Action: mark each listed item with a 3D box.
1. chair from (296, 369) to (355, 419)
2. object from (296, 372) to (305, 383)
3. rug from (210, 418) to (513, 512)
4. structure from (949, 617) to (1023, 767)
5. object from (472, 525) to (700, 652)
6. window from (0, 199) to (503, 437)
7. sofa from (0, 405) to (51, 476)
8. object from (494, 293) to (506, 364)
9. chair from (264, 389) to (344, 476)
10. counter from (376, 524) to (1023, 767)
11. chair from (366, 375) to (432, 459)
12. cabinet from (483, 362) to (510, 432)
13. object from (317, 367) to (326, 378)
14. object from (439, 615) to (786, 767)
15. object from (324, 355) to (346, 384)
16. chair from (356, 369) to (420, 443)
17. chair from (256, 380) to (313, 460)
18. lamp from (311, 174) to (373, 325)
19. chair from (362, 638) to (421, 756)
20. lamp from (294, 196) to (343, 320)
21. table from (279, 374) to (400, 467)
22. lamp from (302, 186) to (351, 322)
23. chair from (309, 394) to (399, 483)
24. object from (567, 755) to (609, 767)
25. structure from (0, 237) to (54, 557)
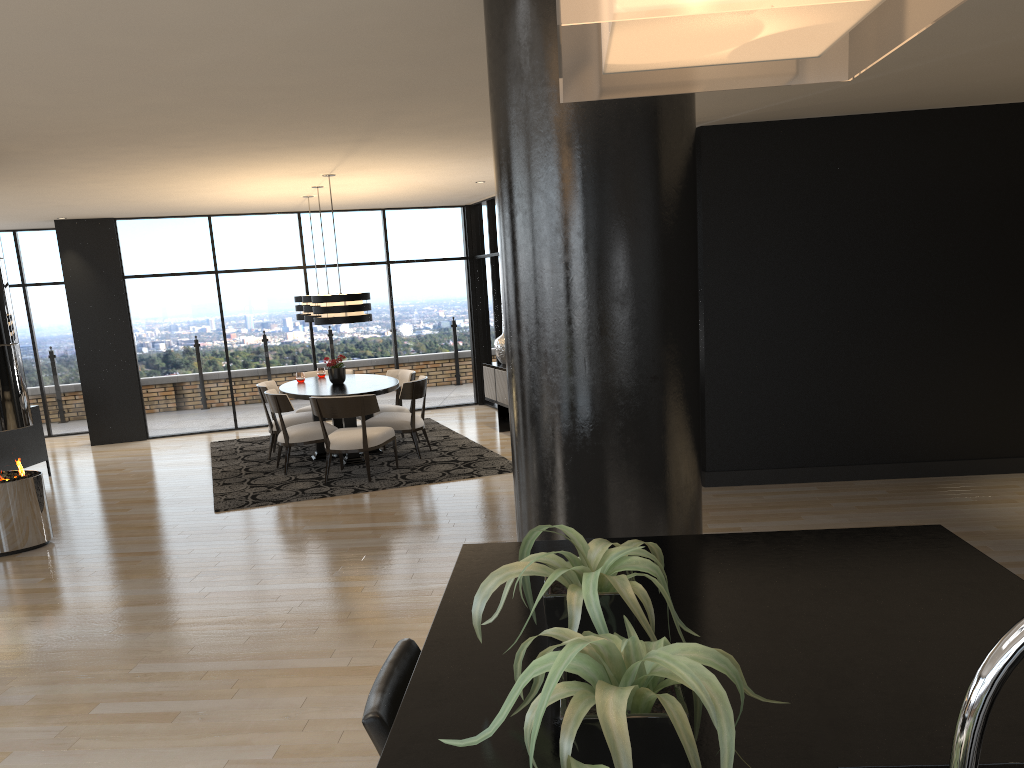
[{"bbox_3d":[-2.135,0.267,10.219,0.643,0.820,0.605,-3,10,2],"label":"chair"},{"bbox_3d":[-2.283,-0.072,9.528,0.095,0.108,0.094,-5,10,-7],"label":"object"},{"bbox_3d":[-1.758,0.749,9.383,2.708,0.011,3.676,-6,7,-18],"label":"rug"},{"bbox_3d":[0.666,0.634,0.685,0.656,1.034,2.732,-3,7,4],"label":"structure"},{"bbox_3d":[0.157,0.353,1.525,0.397,0.243,0.400,1,9,29],"label":"object"},{"bbox_3d":[-3.981,-0.938,4.151,10.112,4.866,15.663,-5,7,-9],"label":"window"},{"bbox_3d":[-5.325,0.708,8.199,0.838,0.816,1.999,-3,8,4],"label":"sofa"},{"bbox_3d":[-0.060,-0.840,10.098,0.343,1.230,0.337,-5,12,-9],"label":"object"},{"bbox_3d":[-2.058,0.450,8.642,0.613,0.820,0.635,-8,11,-25],"label":"chair"},{"bbox_3d":[0.368,0.577,0.690,1.180,0.032,3.065,-3,7,4],"label":"counter"},{"bbox_3d":[-1.141,0.352,8.984,0.616,0.820,0.631,-2,10,10],"label":"chair"},{"bbox_3d":[0.313,0.207,9.595,0.608,0.779,2.209,-7,8,-18],"label":"cabinet"},{"bbox_3d":[-2.145,-0.129,9.929,0.095,0.108,0.094,4,12,37],"label":"object"},{"bbox_3d":[0.107,0.403,1.127,0.406,0.243,0.392,1,9,29],"label":"object"},{"bbox_3d":[-1.825,-0.150,9.131,0.228,0.303,0.234,-6,10,-16],"label":"object"},{"bbox_3d":[-1.361,0.276,9.738,0.611,0.820,0.636,-10,12,-32],"label":"chair"},{"bbox_3d":[-2.367,0.375,9.435,0.615,0.820,0.632,-5,10,-8],"label":"chair"},{"bbox_3d":[-1.611,-1.232,8.099,0.534,1.352,0.528,-7,12,-19],"label":"lamp"},{"bbox_3d":[0.008,1.049,1.863,0.519,0.981,0.467,-3,11,4],"label":"chair"},{"bbox_3d":[-2.184,-1.395,9.771,0.534,1.352,0.528,-7,12,-19],"label":"lamp"},{"bbox_3d":[-1.775,0.379,9.241,1.205,0.782,2.079,-6,8,-16],"label":"table"},{"bbox_3d":[-1.898,-1.314,8.935,0.534,1.352,0.528,-7,12,-19],"label":"lamp"},{"bbox_3d":[-1.456,0.476,8.103,0.643,0.820,0.605,-2,10,10],"label":"chair"},{"bbox_3d":[0.057,0.468,0.708,0.397,0.221,0.400,1,9,29],"label":"object"},{"bbox_3d":[-3.955,-0.135,6.239,0.891,2.790,0.576,-5,12,-8],"label":"structure"}]
